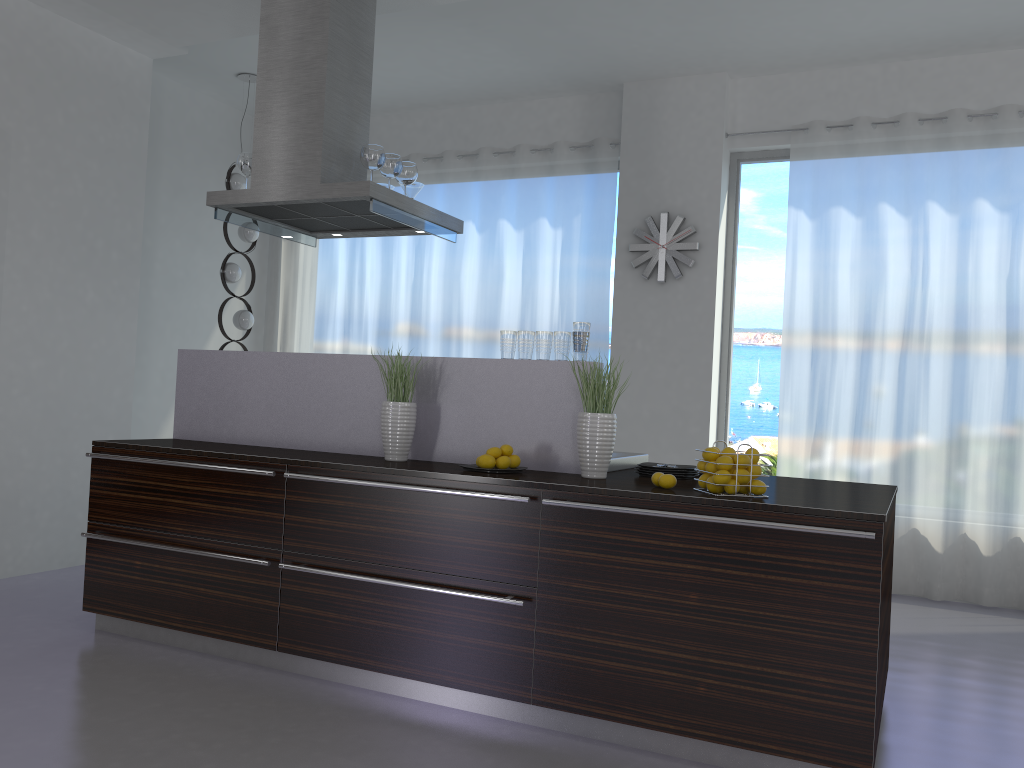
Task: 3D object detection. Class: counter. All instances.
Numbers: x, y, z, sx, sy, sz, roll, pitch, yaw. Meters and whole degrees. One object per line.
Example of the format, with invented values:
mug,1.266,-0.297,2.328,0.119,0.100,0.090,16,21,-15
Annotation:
counter,-0.132,0.546,3.874,3.291,1.300,1.302,2,-1,25

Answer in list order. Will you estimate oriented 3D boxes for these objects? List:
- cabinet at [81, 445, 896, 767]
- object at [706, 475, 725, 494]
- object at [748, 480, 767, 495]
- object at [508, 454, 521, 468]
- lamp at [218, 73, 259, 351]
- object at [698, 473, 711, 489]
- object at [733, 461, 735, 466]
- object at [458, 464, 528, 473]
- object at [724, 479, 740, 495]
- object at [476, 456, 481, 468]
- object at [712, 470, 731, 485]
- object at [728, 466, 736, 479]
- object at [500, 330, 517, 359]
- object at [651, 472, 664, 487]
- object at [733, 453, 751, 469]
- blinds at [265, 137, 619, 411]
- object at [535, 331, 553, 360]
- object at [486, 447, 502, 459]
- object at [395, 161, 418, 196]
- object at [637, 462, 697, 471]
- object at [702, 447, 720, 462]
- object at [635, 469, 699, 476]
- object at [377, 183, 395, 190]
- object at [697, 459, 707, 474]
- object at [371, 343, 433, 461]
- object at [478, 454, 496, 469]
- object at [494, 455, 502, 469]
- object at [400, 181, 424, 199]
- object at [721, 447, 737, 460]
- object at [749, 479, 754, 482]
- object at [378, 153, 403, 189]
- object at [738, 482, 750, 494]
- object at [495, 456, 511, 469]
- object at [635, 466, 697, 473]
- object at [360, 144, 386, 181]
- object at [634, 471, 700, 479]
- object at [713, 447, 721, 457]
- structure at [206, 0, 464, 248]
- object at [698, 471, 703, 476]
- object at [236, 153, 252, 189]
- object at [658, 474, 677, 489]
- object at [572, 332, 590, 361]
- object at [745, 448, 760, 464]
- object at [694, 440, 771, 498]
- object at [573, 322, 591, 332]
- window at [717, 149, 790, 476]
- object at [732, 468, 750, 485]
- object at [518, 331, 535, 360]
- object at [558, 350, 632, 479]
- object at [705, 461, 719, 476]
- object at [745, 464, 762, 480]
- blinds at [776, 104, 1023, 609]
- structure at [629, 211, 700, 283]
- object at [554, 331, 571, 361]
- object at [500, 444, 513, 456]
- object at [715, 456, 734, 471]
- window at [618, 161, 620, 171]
cabinet,-0.150,0.769,3.861,3.285,0.852,1.377,2,-1,25
object,0.689,0.337,2.978,0.074,0.063,0.064,4,-1,-45
object,0.815,0.344,2.948,0.062,0.052,0.053,3,-1,-26
object,0.004,0.300,3.442,0.063,0.053,0.051,3,-1,-25
lamp,-2.074,-1.170,6.785,0.180,2.370,0.367,3,-1,18
object,0.668,0.331,3.035,0.060,0.057,0.052,2,-1,27
object,0.777,0.274,3.015,0.055,0.051,0.061,3,-1,19
object,-0.073,0.327,3.426,0.232,0.020,0.232,2,-1,33
object,0.729,0.340,2.935,0.051,0.053,0.063,2,-1,33
object,-0.110,0.302,3.437,0.063,0.051,0.053,2,-1,29
object,0.691,0.309,2.923,0.061,0.054,0.052,3,-1,2
object,0.746,0.302,2.966,0.051,0.053,0.062,2,-1,33
object,-0.016,-0.161,3.710,0.072,0.119,0.071,3,-1,-15
object,0.519,0.336,3.122,0.053,0.051,0.063,3,-1,-6
object,0.764,0.256,2.945,0.051,0.053,0.063,2,-1,38
blinds,-0.753,-0.341,7.254,3.245,3.112,0.120,2,-1,25
object,0.130,-0.155,3.642,0.071,0.119,0.072,3,-1,-25
object,-0.070,0.266,3.420,0.061,0.047,0.053,2,-1,28
object,-0.550,-1.026,4.568,0.125,0.221,0.125,4,-1,-40
object,0.510,0.271,3.736,0.269,0.147,0.646,4,-1,-40
object,0.676,0.241,3.015,0.053,0.051,0.063,3,-1,-18
object,0.628,0.358,3.590,0.232,0.020,0.232,2,-1,33
object,-0.720,-1.006,4.890,0.137,0.174,0.137,3,-1,-10
object,0.666,0.284,3.056,0.053,0.051,0.063,3,-1,-6
object,-0.489,0.069,3.699,0.269,0.502,0.247,2,-1,25
object,-0.096,0.298,3.380,0.070,0.058,0.060,3,-1,24
object,-0.047,0.303,3.455,0.057,0.060,0.071,2,-1,26
object,-0.548,-0.998,4.810,0.137,0.174,0.137,3,-1,-10
object,0.736,0.240,3.009,0.051,0.053,0.063,2,-1,26
object,0.799,0.323,3.037,0.062,0.053,0.052,3,-1,-28
object,-0.612,-1.031,4.435,0.125,0.221,0.125,4,-1,-40
object,0.781,0.345,2.997,0.061,0.055,0.050,3,-1,-19
object,-0.034,0.302,3.398,0.061,0.054,0.052,3,-1,2
object,0.628,0.348,3.591,0.232,0.020,0.232,2,-1,28
object,-0.677,-1.037,4.291,0.125,0.221,0.125,4,-1,-40
object,0.627,0.368,3.590,0.232,0.020,0.232,2,-1,33
object,0.696,0.246,3.064,0.052,0.060,0.057,3,-1,13
structure,-0.874,-1.416,4.679,0.981,1.231,0.915,2,-1,25
object,0.853,0.359,3.761,0.153,0.069,0.153,4,-1,-32
object,-1.361,-1.068,4.564,0.125,0.221,0.125,4,-1,-40
object,0.536,0.336,3.060,0.063,0.051,0.053,2,-1,29
object,0.276,-0.149,3.573,0.071,0.119,0.072,3,-1,-25
object,0.810,0.245,2.994,0.050,0.060,0.059,2,-1,25
object,0.743,0.283,3.004,0.189,0.174,0.207,3,-1,-10
object,0.278,-0.188,3.574,0.071,0.119,0.072,3,-1,-25
window,2.896,-0.366,5.810,3.000,2.500,0.100,2,-1,25
object,0.759,0.306,2.938,0.061,0.055,0.051,3,-1,4
object,0.057,-0.158,3.676,0.071,0.119,0.072,3,-1,-25
object,0.327,0.105,3.347,0.269,0.502,0.247,3,-1,-22
object,0.684,0.286,2.996,0.062,0.053,0.052,3,-1,-3
object,0.808,0.294,2.973,0.061,0.054,0.053,3,-1,-19
blinds,3.112,-0.174,5.455,2.830,3.112,0.120,2,-1,25
structure,1.076,-0.973,6.306,0.505,0.505,0.076,2,-1,25
object,0.203,-0.152,3.607,0.071,0.119,0.072,3,-1,-25
object,-0.022,0.258,3.444,0.053,0.048,0.063,3,-1,-9
object,0.706,0.264,2.947,0.061,0.052,0.053,2,-1,38
window,-0.502,-0.513,7.391,3.000,2.500,0.100,2,-1,25
